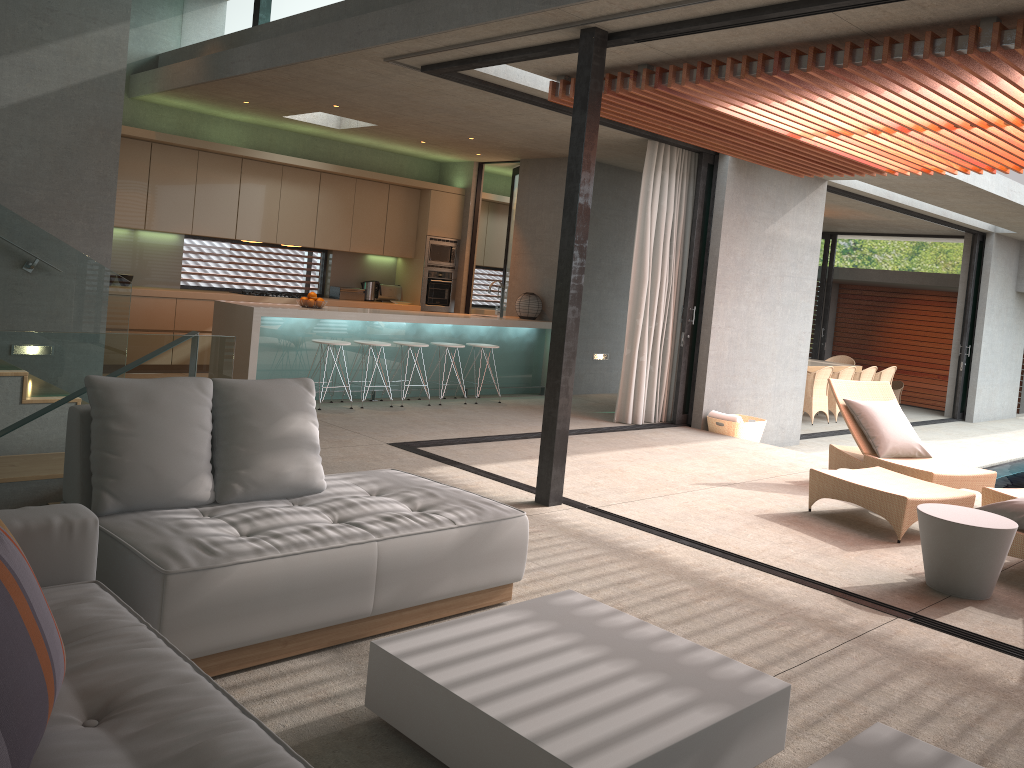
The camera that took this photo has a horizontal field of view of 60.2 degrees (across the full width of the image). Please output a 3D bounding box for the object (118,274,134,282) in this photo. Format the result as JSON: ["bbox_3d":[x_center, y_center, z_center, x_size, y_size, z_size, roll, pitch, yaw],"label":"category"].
[{"bbox_3d":[-4.239,-1.136,9.677,0.170,0.126,0.169,9,6,32],"label":"object"}]

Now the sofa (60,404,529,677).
[{"bbox_3d":[-0.827,0.499,3.565,1.594,0.730,1.019,0,8,-44],"label":"sofa"}]

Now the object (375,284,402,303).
[{"bbox_3d":[-1.716,-1.252,12.175,0.389,0.247,0.151,0,6,-44],"label":"object"}]

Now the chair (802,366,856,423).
[{"bbox_3d":[4.874,0.111,13.502,0.616,0.860,0.634,2,5,-44],"label":"chair"}]

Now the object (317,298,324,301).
[{"bbox_3d":[-1.946,-0.826,8.941,0.094,0.094,0.094,8,5,34],"label":"object"}]

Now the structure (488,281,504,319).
[{"bbox_3d":[-0.212,-1.018,10.601,0.097,0.440,0.260,3,4,-44],"label":"structure"}]

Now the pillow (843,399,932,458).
[{"bbox_3d":[3.061,0.357,7.207,0.607,0.426,0.430,3,5,-26],"label":"pillow"}]

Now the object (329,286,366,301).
[{"bbox_3d":[-2.181,-1.197,11.714,0.400,0.159,0.242,0,8,-44],"label":"object"}]

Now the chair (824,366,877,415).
[{"bbox_3d":[5.404,0.101,14.016,0.616,0.860,0.634,2,5,-44],"label":"chair"}]

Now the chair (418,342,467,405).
[{"bbox_3d":[-0.715,-0.117,9.452,0.381,0.622,0.384,2,5,-44],"label":"chair"}]

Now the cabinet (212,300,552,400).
[{"bbox_3d":[-1.190,-0.340,9.776,4.116,0.896,0.805,-1,7,-44],"label":"cabinet"}]

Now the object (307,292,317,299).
[{"bbox_3d":[-2.016,-0.883,8.919,0.095,0.094,0.095,4,5,-24],"label":"object"}]

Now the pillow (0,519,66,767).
[{"bbox_3d":[-0.994,0.477,1.608,0.310,0.492,0.742,4,5,-21],"label":"pillow"}]

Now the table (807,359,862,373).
[{"bbox_3d":[4.379,-0.006,14.537,3.253,0.754,1.288,-1,8,-44],"label":"table"}]

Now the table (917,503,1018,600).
[{"bbox_3d":[2.361,0.883,4.636,0.477,0.392,0.475,8,5,27],"label":"table"}]

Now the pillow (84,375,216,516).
[{"bbox_3d":[-1.363,0.220,3.355,0.491,0.496,0.239,1,5,-44],"label":"pillow"}]

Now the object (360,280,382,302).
[{"bbox_3d":[-1.908,-1.259,11.920,0.277,0.284,0.178,2,5,-39],"label":"object"}]

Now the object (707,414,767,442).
[{"bbox_3d":[2.390,0.514,9.450,0.679,0.299,0.449,0,8,-44],"label":"object"}]

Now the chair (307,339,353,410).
[{"bbox_3d":[-1.753,-0.097,8.442,0.381,0.622,0.384,2,5,-44],"label":"chair"}]

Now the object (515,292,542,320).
[{"bbox_3d":[0.210,-0.980,11.070,0.342,0.333,0.340,9,6,37],"label":"object"}]

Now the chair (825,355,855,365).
[{"bbox_3d":[5.833,-0.093,16.005,0.629,0.860,0.621,2,5,-44],"label":"chair"}]

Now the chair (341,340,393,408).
[{"bbox_3d":[-1.414,-0.103,8.771,0.381,0.622,0.384,2,5,-44],"label":"chair"}]

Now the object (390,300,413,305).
[{"bbox_3d":[-1.500,-1.100,11.981,0.310,0.034,0.311,7,7,14],"label":"object"}]

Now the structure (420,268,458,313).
[{"bbox_3d":[-1.148,-1.316,12.311,0.595,0.578,0.500,1,6,-44],"label":"structure"}]

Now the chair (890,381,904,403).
[{"bbox_3d":[8.114,0.336,19.201,0.629,0.860,0.621,5,4,-14],"label":"chair"}]

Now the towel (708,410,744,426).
[{"bbox_3d":[2.292,0.460,9.340,0.309,0.311,0.371,1,6,-44],"label":"towel"}]

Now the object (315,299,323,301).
[{"bbox_3d":[-1.932,-0.811,8.850,0.087,0.087,0.086,9,5,36],"label":"object"}]

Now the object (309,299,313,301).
[{"bbox_3d":[-2.000,-0.807,8.799,0.081,0.081,0.081,4,5,-15],"label":"object"}]

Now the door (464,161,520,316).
[{"bbox_3d":[-1.465,-0.264,6.452,5.789,4.455,15.368,7,7,18],"label":"door"}]

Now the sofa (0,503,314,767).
[{"bbox_3d":[-0.534,0.804,1.141,1.047,0.750,3.483,1,8,-44],"label":"sofa"}]

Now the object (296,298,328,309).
[{"bbox_3d":[-2.016,-0.807,8.887,0.315,0.082,0.317,-1,9,-44],"label":"object"}]

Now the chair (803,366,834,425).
[{"bbox_3d":[4.344,0.121,12.988,0.616,0.860,0.634,2,5,-44],"label":"chair"}]

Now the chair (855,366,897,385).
[{"bbox_3d":[5.934,0.091,14.530,0.616,0.860,0.634,2,5,-44],"label":"chair"}]

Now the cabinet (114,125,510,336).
[{"bbox_3d":[-1.716,-1.367,10.942,7.462,2.557,1.977,-1,7,-44],"label":"cabinet"}]

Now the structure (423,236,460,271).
[{"bbox_3d":[-1.112,-1.824,12.307,0.595,0.436,0.463,1,7,-44],"label":"structure"}]

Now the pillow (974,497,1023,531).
[{"bbox_3d":[3.047,0.749,4.961,0.594,0.193,0.598,1,7,-33],"label":"pillow"}]

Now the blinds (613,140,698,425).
[{"bbox_3d":[1.552,-1.051,9.354,0.231,2.925,0.883,7,3,42],"label":"blinds"}]

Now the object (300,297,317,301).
[{"bbox_3d":[-2.039,-0.823,8.833,0.173,0.100,0.097,6,4,1],"label":"object"}]

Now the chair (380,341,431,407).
[{"bbox_3d":[-1.071,-0.110,9.105,0.381,0.622,0.384,2,5,-44],"label":"chair"}]

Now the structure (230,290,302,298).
[{"bbox_3d":[-2.920,-1.060,10.680,0.838,0.090,0.467,-1,9,-44],"label":"structure"}]

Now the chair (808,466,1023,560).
[{"bbox_3d":[2.920,0.643,5.270,0.698,0.824,2.312,3,6,-29],"label":"chair"}]

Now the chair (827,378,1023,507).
[{"bbox_3d":[3.381,0.540,6.519,0.699,0.824,2.312,4,6,-25],"label":"chair"}]

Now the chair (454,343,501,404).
[{"bbox_3d":[-0.354,-0.124,9.804,0.381,0.622,0.384,2,5,-44],"label":"chair"}]

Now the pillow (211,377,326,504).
[{"bbox_3d":[-1.017,0.225,3.689,0.491,0.481,0.267,1,5,-44],"label":"pillow"}]
